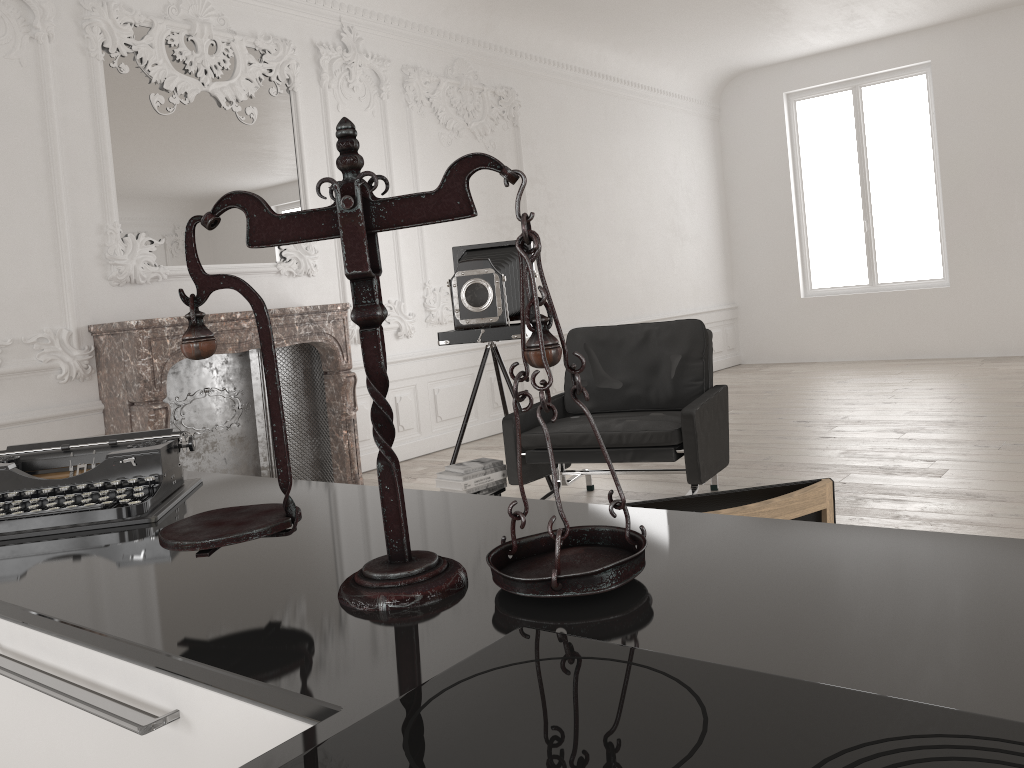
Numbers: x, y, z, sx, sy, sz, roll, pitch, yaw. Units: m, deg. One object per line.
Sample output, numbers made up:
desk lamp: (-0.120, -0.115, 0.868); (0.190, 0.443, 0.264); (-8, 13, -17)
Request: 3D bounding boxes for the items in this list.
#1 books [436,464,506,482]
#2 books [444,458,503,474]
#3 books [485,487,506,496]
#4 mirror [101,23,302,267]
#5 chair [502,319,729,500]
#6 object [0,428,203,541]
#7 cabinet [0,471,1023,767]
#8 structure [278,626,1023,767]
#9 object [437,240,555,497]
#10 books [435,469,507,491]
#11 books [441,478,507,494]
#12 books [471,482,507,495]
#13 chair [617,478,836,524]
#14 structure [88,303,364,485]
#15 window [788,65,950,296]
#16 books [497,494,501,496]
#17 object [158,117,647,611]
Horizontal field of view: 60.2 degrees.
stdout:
books: (-0.204, 0.438, 4.430); (0.291, 0.026, 0.205); (-11, 8, -44)
books: (-0.192, 0.410, 4.448); (0.244, 0.022, 0.172); (-10, 7, -37)
books: (-0.181, 0.555, 4.431); (0.198, 0.025, 0.279); (-3, 6, 26)
mirror: (-1.918, -1.474, 5.640); (0.009, 1.568, 1.443); (-5, 3, 38)
chair: (0.597, 0.178, 4.688); (0.971, 0.961, 1.093); (-4, 4, 23)
object: (-0.743, 0.158, 1.458); (0.383, 0.110, 0.318); (-6, 5, -7)
cabinet: (-1.056, 0.773, 0.579); (2.700, 0.879, 2.477); (-1, 6, 38)
structure: (0.016, 0.240, 0.351); (0.505, 0.021, 0.632); (-1, 7, 38)
object: (-0.090, -0.100, 5.333); (0.710, 1.519, 0.657); (-5, 2, 13)
books: (-0.203, 0.472, 4.420); (0.198, 0.041, 0.312); (0, 8, 44)
books: (-0.194, 0.503, 4.435); (0.198, 0.025, 0.282); (0, 8, 44)
books: (-0.188, 0.528, 4.436); (0.198, 0.025, 0.276); (-1, 7, 39)
chair: (0.340, 0.566, 1.959); (0.631, 0.769, 0.783); (-6, 3, -7)
structure: (-1.707, 0.185, 5.452); (0.658, 1.244, 1.554); (-4, 4, 38)
window: (4.335, -2.425, 10.835); (1.721, 2.575, 0.071); (-4, 2, 38)
books: (-0.190, 0.588, 4.427); (0.198, 0.034, 0.302); (-4, 6, 15)
object: (-0.139, -0.029, 0.898); (0.512, 0.490, 0.168); (-5, 2, 11)
